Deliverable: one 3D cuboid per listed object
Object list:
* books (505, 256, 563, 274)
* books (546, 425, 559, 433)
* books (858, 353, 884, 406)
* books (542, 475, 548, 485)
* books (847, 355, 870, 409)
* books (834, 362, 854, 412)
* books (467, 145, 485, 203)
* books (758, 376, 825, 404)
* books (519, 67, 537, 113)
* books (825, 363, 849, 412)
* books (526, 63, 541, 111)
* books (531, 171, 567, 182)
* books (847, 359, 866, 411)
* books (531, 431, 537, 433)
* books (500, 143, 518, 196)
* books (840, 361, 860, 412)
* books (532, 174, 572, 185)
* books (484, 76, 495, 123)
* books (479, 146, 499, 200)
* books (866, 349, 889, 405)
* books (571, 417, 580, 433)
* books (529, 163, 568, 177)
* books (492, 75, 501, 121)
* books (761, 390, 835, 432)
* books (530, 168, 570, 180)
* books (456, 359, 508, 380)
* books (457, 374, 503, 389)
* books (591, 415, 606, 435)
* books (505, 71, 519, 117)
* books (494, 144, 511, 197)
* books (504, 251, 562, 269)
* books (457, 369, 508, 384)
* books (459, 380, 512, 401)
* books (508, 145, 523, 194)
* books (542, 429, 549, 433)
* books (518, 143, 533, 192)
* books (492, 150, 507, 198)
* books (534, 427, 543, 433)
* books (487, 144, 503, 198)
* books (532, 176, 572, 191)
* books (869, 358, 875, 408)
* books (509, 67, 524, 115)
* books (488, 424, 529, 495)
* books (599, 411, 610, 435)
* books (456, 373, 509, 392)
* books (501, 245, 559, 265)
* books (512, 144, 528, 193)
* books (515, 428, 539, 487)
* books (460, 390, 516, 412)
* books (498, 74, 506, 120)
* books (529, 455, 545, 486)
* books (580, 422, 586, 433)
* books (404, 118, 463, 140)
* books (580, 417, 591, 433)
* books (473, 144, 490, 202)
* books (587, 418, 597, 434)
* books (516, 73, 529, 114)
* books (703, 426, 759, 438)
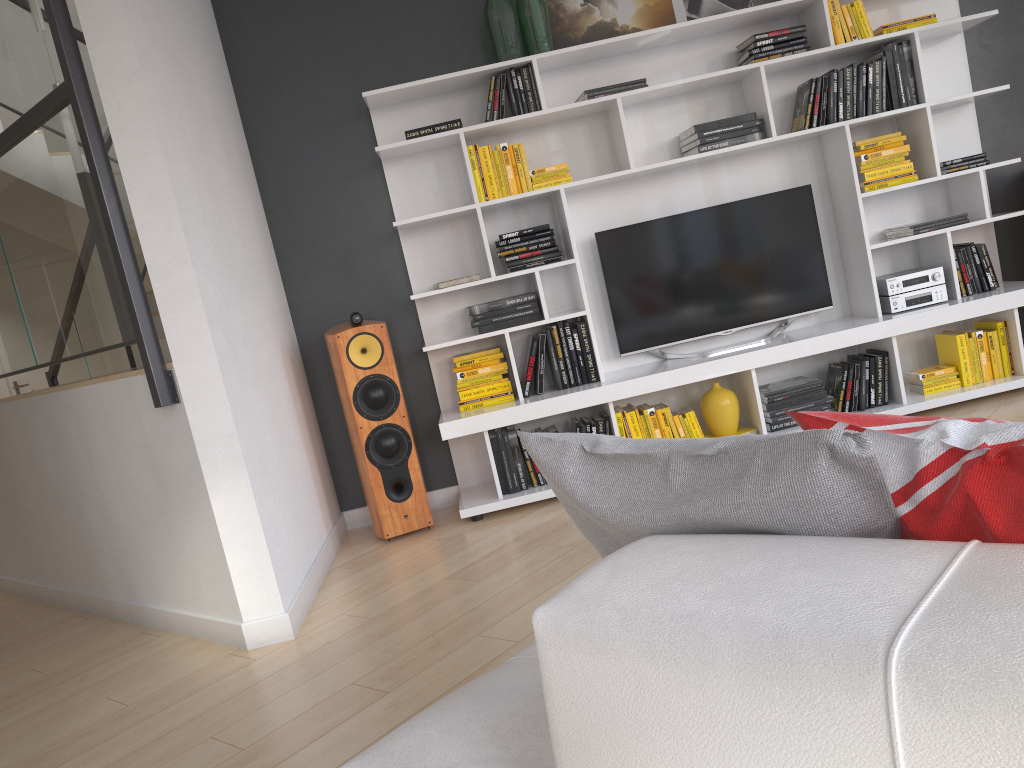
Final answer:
[{"bbox_3d":[0.104,-0.578,4.318,0.263,0.026,0.189,-13,7,-3],"label":"books"},{"bbox_3d":[0.240,0.330,4.338,0.083,0.249,0.191,-13,7,-2],"label":"books"},{"bbox_3d":[1.777,-0.025,4.392,0.084,0.249,0.191,-13,7,-2],"label":"books"},{"bbox_3d":[0.129,0.363,4.336,0.049,0.236,0.170,-13,7,-1],"label":"books"},{"bbox_3d":[1.714,-0.013,4.392,0.075,0.254,0.192,-13,7,-3],"label":"books"},{"bbox_3d":[1.630,0.018,4.390,0.096,0.234,0.187,-13,7,-1],"label":"books"},{"bbox_3d":[-0.175,-0.994,4.263,0.029,0.270,0.204,-13,7,-2],"label":"books"},{"bbox_3d":[1.357,0.028,4.424,0.310,0.047,0.250,-14,7,-6],"label":"books"},{"bbox_3d":[0.074,-1.381,4.237,0.038,0.218,0.169,-13,7,-2],"label":"books"},{"bbox_3d":[1.597,0.025,4.385,0.104,0.234,0.182,-13,7,-2],"label":"books"},{"bbox_3d":[0.100,-1.394,4.230,0.019,0.230,0.174,-13,7,-2],"label":"books"},{"bbox_3d":[0.177,-0.991,4.266,0.169,0.018,0.113,-13,7,0],"label":"books"},{"bbox_3d":[1.695,0.002,4.366,0.069,0.242,0.172,-13,7,-1],"label":"books"},{"bbox_3d":[0.150,0.355,4.329,0.050,0.242,0.169,-13,7,-2],"label":"books"},{"bbox_3d":[-0.019,-1.022,4.280,0.035,0.250,0.185,-13,7,-2],"label":"books"},{"bbox_3d":[1.661,0.011,4.378,0.081,0.233,0.169,-13,7,-3],"label":"books"},{"bbox_3d":[0.185,-0.981,4.287,0.196,0.011,0.148,-13,7,-2],"label":"books"},{"bbox_3d":[-0.109,-1.338,4.235,0.096,0.213,0.166,-13,7,-3],"label":"books"},{"bbox_3d":[-0.114,-1.003,4.279,0.044,0.255,0.198,-13,7,-2],"label":"books"},{"bbox_3d":[1.809,-0.038,4.393,0.066,0.260,0.197,-13,7,-2],"label":"books"},{"bbox_3d":[0.317,0.305,4.360,0.066,0.260,0.197,-13,7,-2],"label":"books"},{"bbox_3d":[0.170,-1.029,4.290,0.186,0.026,0.138,-13,7,-2],"label":"books"},{"bbox_3d":[-0.077,-1.345,4.242,0.087,0.214,0.171,-13,7,-1],"label":"books"},{"bbox_3d":[1.384,0.118,4.413,0.343,0.137,0.277,-14,7,-7],"label":"books"},{"bbox_3d":[0.179,-1.009,4.280,0.187,0.014,0.134,-13,7,-2],"label":"books"},{"bbox_3d":[-0.145,-0.073,4.400,0.250,0.035,0.185,-13,7,1],"label":"books"},{"bbox_3d":[-0.156,-0.020,4.389,0.228,0.024,0.152,-12,7,2],"label":"books"},{"bbox_3d":[0.426,0.285,4.359,0.084,0.249,0.191,-13,7,-2],"label":"books"},{"bbox_3d":[-0.003,-1.364,4.233,0.021,0.221,0.156,-13,7,-2],"label":"books"},{"bbox_3d":[-0.045,-1.016,4.281,0.019,0.251,0.180,-13,7,-2],"label":"books"},{"bbox_3d":[0.100,-0.603,4.317,0.270,0.025,0.189,-13,7,-3],"label":"books"},{"bbox_3d":[-0.150,-0.045,4.405,0.251,0.019,0.180,-13,7,-2],"label":"books"},{"bbox_3d":[-0.134,0.023,4.402,0.255,0.044,0.198,-13,7,-2],"label":"books"},{"bbox_3d":[0.011,-1.023,4.284,0.023,0.239,0.169,-13,7,-2],"label":"books"},{"bbox_3d":[0.207,0.342,4.334,0.066,0.242,0.177,-13,7,-2],"label":"books"},{"bbox_3d":[0.061,-1.032,4.285,0.024,0.234,0.172,-13,7,-2],"label":"books"},{"bbox_3d":[-0.062,-0.997,4.264,0.024,0.229,0.156,-13,7,-2],"label":"books"},{"bbox_3d":[0.177,0.342,4.340,0.066,0.255,0.193,-13,7,-2],"label":"books"},{"bbox_3d":[-0.085,-1.012,4.282,0.015,0.263,0.199,-13,7,-2],"label":"books"},{"bbox_3d":[0.189,-0.958,4.286,0.190,0.033,0.147,-13,7,-2],"label":"books"},{"bbox_3d":[1.742,-0.012,4.387,0.068,0.243,0.179,-13,7,-3],"label":"books"},{"bbox_3d":[0.020,-1.376,4.238,0.025,0.232,0.176,-13,7,-2],"label":"books"},{"bbox_3d":[-0.022,0.357,4.342,0.128,0.321,0.259,-13,7,-2],"label":"books"},{"bbox_3d":[0.458,0.273,4.361,0.066,0.260,0.197,-13,7,-2],"label":"books"},{"bbox_3d":[-0.144,-0.007,4.413,0.263,0.015,0.198,-13,7,1],"label":"books"},{"bbox_3d":[0.086,-0.630,4.332,0.266,0.030,0.209,-13,7,-3],"label":"books"},{"bbox_3d":[0.036,-1.026,4.281,0.024,0.234,0.172,-13,7,-2],"label":"books"},{"bbox_3d":[0.070,0.358,4.343,0.053,0.268,0.202,-13,7,-2],"label":"books"},{"bbox_3d":[-0.118,0.084,4.395,0.270,0.029,0.204,-12,7,3],"label":"books"},{"bbox_3d":[-0.049,-1.350,4.231,0.074,0.212,0.154,-13,7,-3],"label":"books"},{"bbox_3d":[0.105,0.367,4.342,0.053,0.240,0.189,-13,7,-1],"label":"books"},{"bbox_3d":[0.342,0.313,4.334,0.069,0.242,0.172,-13,7,-1],"label":"books"},{"bbox_3d":[-0.364,-1.193,4.222,0.268,0.046,0.208,-13,7,2],"label":"books"},{"bbox_3d":[0.363,0.297,4.359,0.075,0.254,0.192,-13,7,-3],"label":"books"},{"bbox_3d":[-0.149,-1.001,4.273,0.025,0.270,0.213,-13,7,-2],"label":"books"},{"bbox_3d":[0.390,0.298,4.347,0.071,0.243,0.179,-13,7,-3],"label":"books"},{"bbox_3d":[0.047,-1.367,4.236,0.021,0.200,0.147,-13,7,-2],"label":"books"},{"bbox_3d":[1.059,0.250,4.393,0.204,0.029,0.270,-15,7,-17],"label":"books"}]
